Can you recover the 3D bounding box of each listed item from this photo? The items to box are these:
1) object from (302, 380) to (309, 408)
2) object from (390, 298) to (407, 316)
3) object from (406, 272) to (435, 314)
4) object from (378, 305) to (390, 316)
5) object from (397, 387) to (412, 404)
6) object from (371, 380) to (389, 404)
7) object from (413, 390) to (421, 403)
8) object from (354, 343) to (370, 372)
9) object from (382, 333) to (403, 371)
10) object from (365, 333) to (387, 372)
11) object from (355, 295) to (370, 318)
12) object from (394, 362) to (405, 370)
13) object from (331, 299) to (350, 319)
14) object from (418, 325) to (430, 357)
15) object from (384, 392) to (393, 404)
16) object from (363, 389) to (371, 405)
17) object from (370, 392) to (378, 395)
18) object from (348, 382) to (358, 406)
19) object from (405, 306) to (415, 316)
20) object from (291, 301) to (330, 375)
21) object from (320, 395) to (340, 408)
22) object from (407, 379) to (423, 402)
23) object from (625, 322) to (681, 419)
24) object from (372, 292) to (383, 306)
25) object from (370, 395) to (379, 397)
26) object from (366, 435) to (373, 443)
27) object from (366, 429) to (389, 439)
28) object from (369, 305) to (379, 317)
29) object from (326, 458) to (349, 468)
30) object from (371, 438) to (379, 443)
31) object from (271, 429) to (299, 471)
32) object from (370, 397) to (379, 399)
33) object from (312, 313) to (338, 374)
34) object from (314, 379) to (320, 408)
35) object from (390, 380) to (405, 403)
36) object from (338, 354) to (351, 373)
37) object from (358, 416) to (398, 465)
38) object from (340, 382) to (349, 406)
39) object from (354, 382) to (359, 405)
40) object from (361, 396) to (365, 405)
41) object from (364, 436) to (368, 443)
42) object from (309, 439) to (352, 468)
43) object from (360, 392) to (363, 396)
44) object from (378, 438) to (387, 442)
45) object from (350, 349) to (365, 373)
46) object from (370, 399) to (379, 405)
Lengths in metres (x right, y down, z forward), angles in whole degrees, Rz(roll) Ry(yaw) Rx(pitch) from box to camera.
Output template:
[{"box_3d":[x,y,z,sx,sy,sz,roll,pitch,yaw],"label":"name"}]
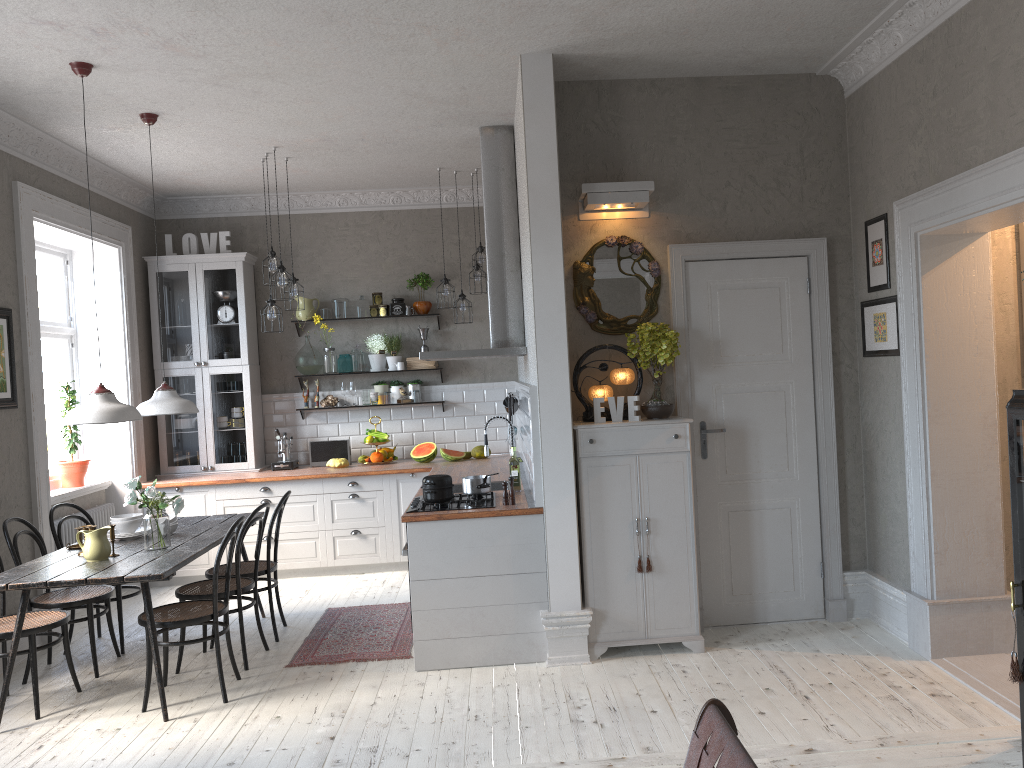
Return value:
[{"box_3d":[-1.860,0.089,7.999,0.054,0.264,0.060,-4,1,-31],"label":"object"},{"box_3d":[-1.033,-0.694,8.049,0.142,0.174,0.142,-3,1,-2],"label":"object"},{"box_3d":[-0.805,-0.817,8.016,0.257,0.397,0.244,-3,1,22],"label":"object"},{"box_3d":[-1.153,-0.656,7.992,0.082,0.113,0.083,-3,1,8],"label":"object"},{"box_3d":[-0.968,0.100,7.998,0.121,0.147,0.098,-4,1,-35],"label":"object"},{"box_3d":[-1.202,0.073,8.062,0.159,0.217,0.153,-3,1,-23],"label":"object"},{"box_3d":[-0.858,0.111,7.987,0.078,0.108,0.077,-3,1,-9],"label":"object"},{"box_3d":[-1.371,-0.237,8.104,0.131,0.264,0.132,-3,1,3],"label":"object"},{"box_3d":[-1.076,-0.310,8.009,0.188,0.380,0.166,-4,1,-42],"label":"object"},{"box_3d":[-1.209,-0.291,8.053,0.242,0.354,0.237,-3,1,15],"label":"object"},{"box_3d":[-1.366,-0.699,8.084,0.143,0.220,0.137,-4,1,-43],"label":"object"},{"box_3d":[-1.000,-0.160,7.952,0.104,0.071,0.064,-3,1,27],"label":"object"},{"box_3d":[-1.542,-0.670,7.979,0.168,0.184,0.175,-2,1,37],"label":"object"},{"box_3d":[-0.798,-0.388,8.050,0.132,0.287,0.129,-3,1,-17],"label":"object"},{"box_3d":[-1.118,0.125,7.996,0.078,0.108,0.077,-3,1,-9],"label":"object"},{"box_3d":[-1.302,0.120,7.974,0.080,0.139,0.077,-4,1,-30],"label":"object"},{"box_3d":[-1.234,0.100,7.934,0.078,0.051,0.076,-3,1,-17],"label":"object"},{"box_3d":[-1.423,0.088,7.933,0.083,0.217,0.081,-3,1,-16],"label":"object"},{"box_3d":[-0.917,-0.660,7.959,0.093,0.096,0.074,-3,1,-2],"label":"object"},{"box_3d":[-1.841,-0.418,7.912,0.341,0.674,0.331,-4,1,-34],"label":"object"},{"box_3d":[-1.646,0.154,7.973,0.180,0.111,0.094,-3,1,-25],"label":"object"},{"box_3d":[-0.881,0.061,8.099,0.159,0.213,0.152,-3,1,-5],"label":"object"},{"box_3d":[0.829,-0.080,5.049,0.291,0.553,0.347,-3,1,32],"label":"object"},{"box_3d":[-1.212,-0.765,7.979,0.084,0.113,0.081,-3,1,-22],"label":"object"},{"box_3d":[-1.233,0.126,7.935,0.076,0.051,0.078,-3,1,16],"label":"object"},{"box_3d":[-1.247,0.486,7.766,0.058,0.069,0.080,-3,1,17],"label":"object"},{"box_3d":[-1.188,0.439,7.813,0.210,0.101,0.067,-3,1,3],"label":"object"},{"box_3d":[-1.240,-0.651,7.991,0.083,0.113,0.082,-3,1,-2],"label":"object"},{"box_3d":[-1.505,0.683,7.655,0.197,0.083,0.189,-3,1,-2],"label":"object"},{"box_3d":[-1.205,0.506,7.784,0.064,0.061,0.066,-3,1,-2],"label":"object"},{"box_3d":[-2.001,0.565,7.738,0.206,0.370,0.352,-3,1,-2],"label":"object"},{"box_3d":[-1.232,0.143,7.935,0.078,0.051,0.076,-3,1,-10],"label":"object"},{"box_3d":[-1.662,-0.359,7.880,0.193,0.540,0.278,-3,1,-10],"label":"object"},{"box_3d":[-1.754,0.084,7.990,0.052,0.264,0.063,-2,1,34],"label":"object"},{"box_3d":[-1.046,0.069,8.080,0.170,0.214,0.150,-3,1,27],"label":"object"},{"box_3d":[-1.514,-0.183,8.035,0.126,0.172,0.126,-3,1,1],"label":"object"},{"box_3d":[-1.199,0.495,7.839,0.356,0.425,0.347,-3,1,-17],"label":"object"},{"box_3d":[-1.514,0.091,8.021,0.083,0.217,0.081,-3,1,-16],"label":"object"},{"box_3d":[-1.427,0.087,8.022,0.083,0.217,0.081,-3,1,-16],"label":"object"},{"box_3d":[-1.333,0.148,8.047,0.077,0.083,0.078,-3,1,15],"label":"object"},{"box_3d":[-1.263,0.501,7.840,0.097,0.078,0.100,-3,1,-15],"label":"object"},{"box_3d":[-1.610,0.614,7.850,0.352,0.226,0.088,-3,1,-3],"label":"object"},{"box_3d":[-1.335,0.115,8.047,0.077,0.083,0.078,-3,1,15],"label":"object"},{"box_3d":[-1.150,0.504,7.821,0.077,0.062,0.099,-4,1,-29],"label":"object"},{"box_3d":[-1.390,-0.205,7.953,0.123,0.206,0.126,-3,1,20],"label":"object"},{"box_3d":[-1.231,0.160,7.935,0.078,0.051,0.076,-3,1,-10],"label":"object"}]
